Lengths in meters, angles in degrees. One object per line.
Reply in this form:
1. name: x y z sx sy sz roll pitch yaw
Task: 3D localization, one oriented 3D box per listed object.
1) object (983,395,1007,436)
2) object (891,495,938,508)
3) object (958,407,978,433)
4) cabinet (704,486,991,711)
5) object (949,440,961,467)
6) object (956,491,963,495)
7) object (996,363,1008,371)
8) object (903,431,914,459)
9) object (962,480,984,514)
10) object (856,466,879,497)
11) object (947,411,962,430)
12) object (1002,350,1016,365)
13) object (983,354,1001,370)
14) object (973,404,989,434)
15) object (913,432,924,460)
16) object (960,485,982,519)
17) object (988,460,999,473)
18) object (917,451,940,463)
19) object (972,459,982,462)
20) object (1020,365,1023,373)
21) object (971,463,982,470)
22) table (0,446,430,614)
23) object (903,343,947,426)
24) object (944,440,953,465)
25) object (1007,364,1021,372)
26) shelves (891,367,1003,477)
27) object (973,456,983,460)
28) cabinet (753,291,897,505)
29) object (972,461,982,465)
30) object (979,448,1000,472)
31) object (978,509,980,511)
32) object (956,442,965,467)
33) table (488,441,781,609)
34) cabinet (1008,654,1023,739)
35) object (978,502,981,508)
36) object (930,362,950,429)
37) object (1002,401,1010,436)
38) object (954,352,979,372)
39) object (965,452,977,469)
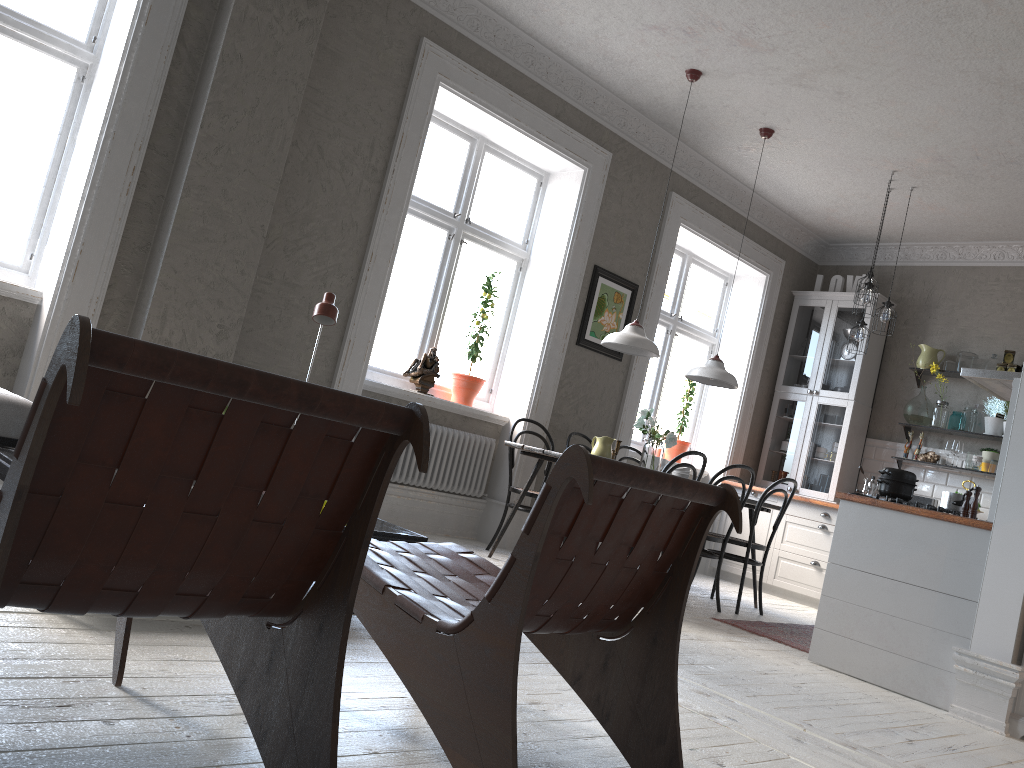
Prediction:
1. object: 3.944 0.263 7.186 0.238 0.354 0.241 16 -5 -24
2. object: 3.307 1.030 7.311 0.090 0.226 0.344 18 -6 -42
3. object: 3.739 0.298 7.253 0.126 0.206 0.123 15 -5 -20
4. cabinet: 2.634 1.326 5.955 1.982 0.855 4.203 13 -4 5
5. object: 3.624 0.569 7.249 0.080 0.217 0.083 10 -6 33
6. object: 3.578 0.910 6.970 0.068 0.101 0.206 17 -5 -36
7. object: 3.979 -0.102 7.187 0.084 0.113 0.081 18 -6 -42
8. object: 3.413 0.527 7.629 0.052 0.264 0.062 12 -5 19
9. object: 3.575 0.969 6.993 0.345 0.426 0.358 11 -5 33
10. object: 3.007 0.902 7.538 0.360 0.370 0.201 17 -6 -42
11. object: 3.719 0.321 7.402 0.128 0.172 0.123 17 -6 -39
12. object: 4.018 -0.210 7.163 0.081 0.113 0.084 11 -5 28
13. object: 3.986 -0.142 7.348 0.139 0.220 0.140 13 -5 7
14. object: 3.870 0.306 7.342 0.134 0.264 0.129 17 -6 -37
15. object: 3.471 0.534 7.542 0.062 0.264 0.053 14 -5 -6
16. object: 2.162 0.554 4.171 0.036 0.167 0.071 18 -6 -42
17. object: 3.841 0.662 7.056 0.076 0.108 0.079 9 -6 41
18. object: 3.503 0.612 7.444 0.174 0.111 0.098 11 -5 25
19. object: 3.728 0.632 7.103 0.078 0.051 0.076 15 -5 -24
20. object: 4.157 -0.100 7.069 0.145 0.174 0.139 17 -6 -42
21. object: 3.720 0.666 7.100 0.075 0.051 0.079 10 -6 40
22. table: -1.080 0.532 3.125 1.337 0.303 0.831 17 -6 -42
23. object: 3.500 0.021 7.583 0.330 0.675 0.341 12 -5 16
24. object: 3.633 0.581 7.378 0.080 0.217 0.083 10 -6 33
25. object: 4.033 -0.094 7.121 0.084 0.113 0.081 16 -5 -32
26. shelves: 3.834 0.393 7.212 0.233 0.924 1.288 18 -6 -42
27. object: 3.734 0.608 7.105 0.076 0.051 0.078 10 -5 33
28. cabinet: 2.850 0.134 8.128 0.396 1.922 0.861 18 -6 -42
29. object: 3.724 0.649 7.101 0.075 0.051 0.079 10 -6 40
30. object: 3.854 0.616 7.167 0.154 0.217 0.158 11 -5 27
31. object: 3.638 0.988 6.935 0.050 0.050 0.051 16 -5 -33
32. object: 3.687 0.589 7.313 0.080 0.217 0.083 10 -6 33
33. table: 0.851 0.965 5.863 1.959 0.735 0.886 17 -6 -42
34. cabinet: 2.546 0.908 3.636 0.392 1.298 0.652 18 -6 -42
35. object: 3.644 0.938 6.995 0.089 0.096 0.178 15 -5 -22
36. object: 3.567 0.095 7.421 0.187 0.540 0.286 10 -6 39
37. object: 3.996 0.253 7.055 0.183 0.380 0.170 13 -5 8
38. object: 3.797 -0.164 7.411 0.172 0.185 0.171 14 -4 -3
39. object: 3.717 0.626 7.182 0.078 0.140 0.080 12 -5 20
